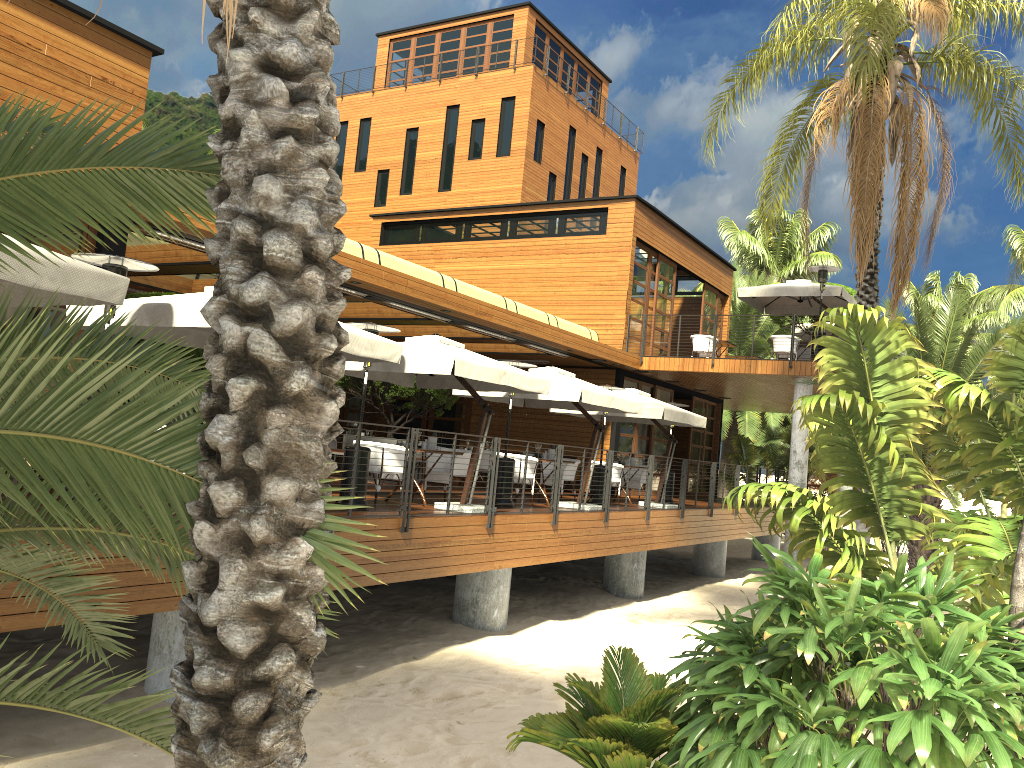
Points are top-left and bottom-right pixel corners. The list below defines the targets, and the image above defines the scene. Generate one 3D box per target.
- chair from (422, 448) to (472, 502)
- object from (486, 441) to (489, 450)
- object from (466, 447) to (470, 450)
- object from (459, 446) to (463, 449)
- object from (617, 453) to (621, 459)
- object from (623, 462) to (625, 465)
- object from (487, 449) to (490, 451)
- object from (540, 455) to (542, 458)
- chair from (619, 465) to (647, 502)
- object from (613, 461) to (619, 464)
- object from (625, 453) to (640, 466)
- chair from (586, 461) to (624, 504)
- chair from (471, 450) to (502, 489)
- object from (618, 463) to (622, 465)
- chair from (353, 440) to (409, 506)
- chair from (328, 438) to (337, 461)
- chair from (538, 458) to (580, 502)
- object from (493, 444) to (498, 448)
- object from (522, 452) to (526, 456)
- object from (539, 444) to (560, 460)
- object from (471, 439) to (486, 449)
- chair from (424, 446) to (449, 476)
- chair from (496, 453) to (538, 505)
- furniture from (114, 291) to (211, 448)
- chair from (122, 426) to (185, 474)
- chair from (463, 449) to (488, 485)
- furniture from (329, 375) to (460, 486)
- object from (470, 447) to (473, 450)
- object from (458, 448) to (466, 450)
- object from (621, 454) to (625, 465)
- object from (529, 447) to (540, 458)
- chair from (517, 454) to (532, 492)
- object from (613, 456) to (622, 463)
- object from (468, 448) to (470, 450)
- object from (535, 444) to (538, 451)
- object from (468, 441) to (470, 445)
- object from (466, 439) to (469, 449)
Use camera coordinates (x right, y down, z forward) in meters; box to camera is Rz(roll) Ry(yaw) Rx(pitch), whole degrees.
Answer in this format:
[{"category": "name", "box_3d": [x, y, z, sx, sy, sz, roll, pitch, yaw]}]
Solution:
[{"category": "chair", "box_3d": [-0.880, 1.320, 12.678, 0.627, 0.789, 0.615, 2, -6, 32]}, {"category": "object", "box_3d": [-0.521, 1.337, 18.887, 0.082, 0.227, 0.082, 8, -6, -23]}, {"category": "object", "box_3d": [-0.931, 1.400, 19.121, 0.116, 0.065, 0.116, 6, -5, -9]}, {"category": "object", "box_3d": [-1.099, 1.384, 19.259, 0.086, 0.086, 0.086, 1, -6, 42]}, {"category": "object", "box_3d": [2.168, 1.530, 18.065, 0.082, 0.227, 0.082, 2, -6, 32]}, {"category": "object", "box_3d": [2.279, 1.615, 17.935, 0.116, 0.065, 0.116, 4, -5, 13]}, {"category": "object", "box_3d": [-0.500, 1.423, 19.022, 0.086, 0.086, 0.086, 1, -6, 42]}, {"category": "object", "box_3d": [0.533, 1.236, 15.033, 0.116, 0.065, 0.116, 3, -5, 30]}, {"category": "chair", "box_3d": [2.585, 2.073, 18.435, 0.627, 0.789, 0.615, 2, -6, 32]}, {"category": "object", "box_3d": [2.061, 1.572, 17.626, 0.116, 0.065, 0.116, 4, -5, 13]}, {"category": "object", "box_3d": [2.375, 1.506, 17.685, 0.263, 0.264, 0.263, 7, -5, -14]}, {"category": "chair", "box_3d": [1.770, 1.899, 17.128, 0.627, 0.789, 0.615, 2, -6, 32]}, {"category": "chair", "box_3d": [-0.537, 1.763, 18.227, 0.627, 0.789, 0.616, 6, -5, -13]}, {"category": "object", "box_3d": [2.146, 1.587, 17.574, 0.080, 0.042, 0.080, 5, -4, 0]}, {"category": "chair", "box_3d": [-1.726, 1.140, 11.321, 0.627, 0.789, 0.615, 2, -6, 32]}, {"category": "chair", "box_3d": [-4.310, 1.550, 20.148, 0.616, 0.789, 0.627, 6, -5, -13]}, {"category": "chair", "box_3d": [0.838, 1.693, 15.531, 0.627, 0.789, 0.615, 2, -6, 32]}, {"category": "object", "box_3d": [-0.392, 1.378, 18.915, 0.163, 0.179, 0.167, 6, -5, -9]}, {"category": "object", "box_3d": [0.213, 1.175, 14.768, 0.086, 0.086, 0.086, 2, -6, 36]}, {"category": "object", "box_3d": [0.629, 1.127, 14.783, 0.263, 0.264, 0.263, 7, -5, -14]}, {"category": "object", "box_3d": [-0.720, 1.320, 19.115, 0.263, 0.264, 0.263, 6, -5, -13]}, {"category": "chair", "box_3d": [-1.607, 1.709, 18.864, 0.616, 0.789, 0.627, 6, -5, -13]}, {"category": "chair", "box_3d": [0.022, 1.520, 14.224, 0.627, 0.789, 0.615, 2, -6, 32]}, {"category": "furniture", "box_3d": [-5.106, 0.004, 13.155, 2.569, 2.727, 2.715, 6, -5, -4]}, {"category": "chair", "box_3d": [-3.480, 0.759, 8.405, 0.627, 0.789, 0.615, 2, -6, 32]}, {"category": "chair", "box_3d": [-0.787, 1.861, 19.867, 0.627, 0.789, 0.616, 6, -5, -13]}, {"category": "furniture", "box_3d": [-2.395, 0.582, 17.523, 2.617, 2.727, 2.689, 3, -5, 22]}, {"category": "object", "box_3d": [-0.853, 1.376, 18.840, 0.086, 0.086, 0.086, 2, -6, 33]}, {"category": "object", "box_3d": [-1.073, 1.400, 19.026, 0.170, 0.025, 0.294, 6, -4, -8]}, {"category": "object", "box_3d": [2.187, 1.490, 17.511, 0.082, 0.227, 0.082, 2, -6, 32]}, {"category": "object", "box_3d": [0.369, 1.155, 14.938, 0.163, 0.179, 0.167, 2, -6, 33]}, {"category": "chair", "box_3d": [0.180, 1.899, 19.151, 0.616, 0.789, 0.627, 6, -5, -13]}, {"category": "object", "box_3d": [2.115, 1.535, 17.839, 0.163, 0.179, 0.167, 2, -6, 33]}, {"category": "object", "box_3d": [-0.909, 1.405, 18.996, 0.080, 0.042, 0.080, 4, -5, 21]}, {"category": "object", "box_3d": [0.421, 1.150, 15.164, 0.082, 0.227, 0.082, 2, -6, 32]}, {"category": "object", "box_3d": [-0.957, 1.326, 19.300, 0.082, 0.227, 0.082, 8, -6, -23]}, {"category": "object", "box_3d": [-0.946, 1.297, 18.888, 0.082, 0.227, 0.082, 6, -5, -7]}]
